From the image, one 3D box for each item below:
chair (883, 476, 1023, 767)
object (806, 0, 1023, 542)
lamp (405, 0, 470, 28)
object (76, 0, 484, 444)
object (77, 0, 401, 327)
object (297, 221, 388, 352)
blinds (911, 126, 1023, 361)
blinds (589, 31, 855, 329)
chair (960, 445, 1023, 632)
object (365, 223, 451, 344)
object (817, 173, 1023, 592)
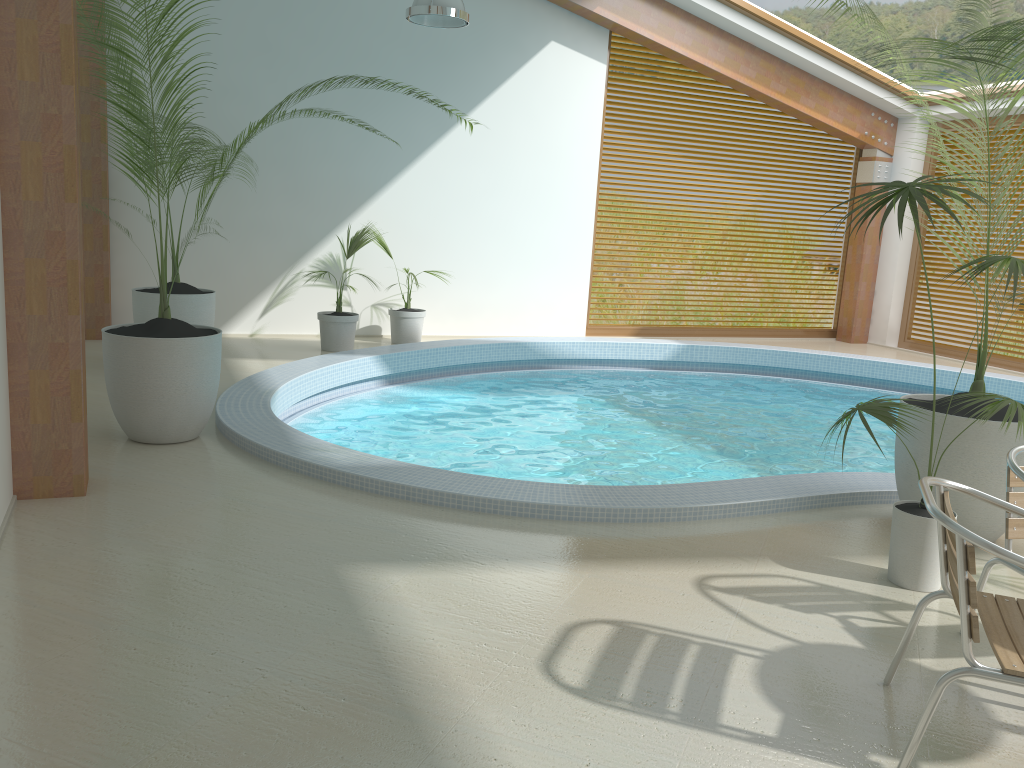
[{"bbox_3d":[1.411,0.693,2.500,0.563,0.727,0.618,7,11,19],"label":"chair"},{"bbox_3d":[2.425,-0.672,4.067,2.979,2.960,2.729,3,11,-6],"label":"object"},{"bbox_3d":[-0.531,-3.842,6.868,0.506,1.958,0.505,-1,11,-23],"label":"lamp"},{"bbox_3d":[-1.976,-1.174,5.249,2.979,2.960,2.729,10,12,31],"label":"object"},{"bbox_3d":[-2.713,-1.638,7.474,2.729,2.960,2.979,-6,14,-42],"label":"object"},{"bbox_3d":[-1.645,-0.983,8.852,0.822,1.310,1.067,7,11,16],"label":"object"},{"bbox_3d":[6.428,-1.579,10.313,0.095,2.921,4.200,-1,11,-23],"label":"blinds"},{"bbox_3d":[2.851,-2.694,11.999,4.500,4.025,0.099,-1,11,-23],"label":"blinds"},{"bbox_3d":[2.026,0.630,3.045,0.618,0.727,0.563,2,11,-11],"label":"chair"},{"bbox_3d":[-1.116,-1.077,9.534,1.067,1.310,0.822,2,11,-11],"label":"object"},{"bbox_3d":[1.704,0.024,3.577,1.059,1.695,0.791,6,11,12],"label":"object"}]
